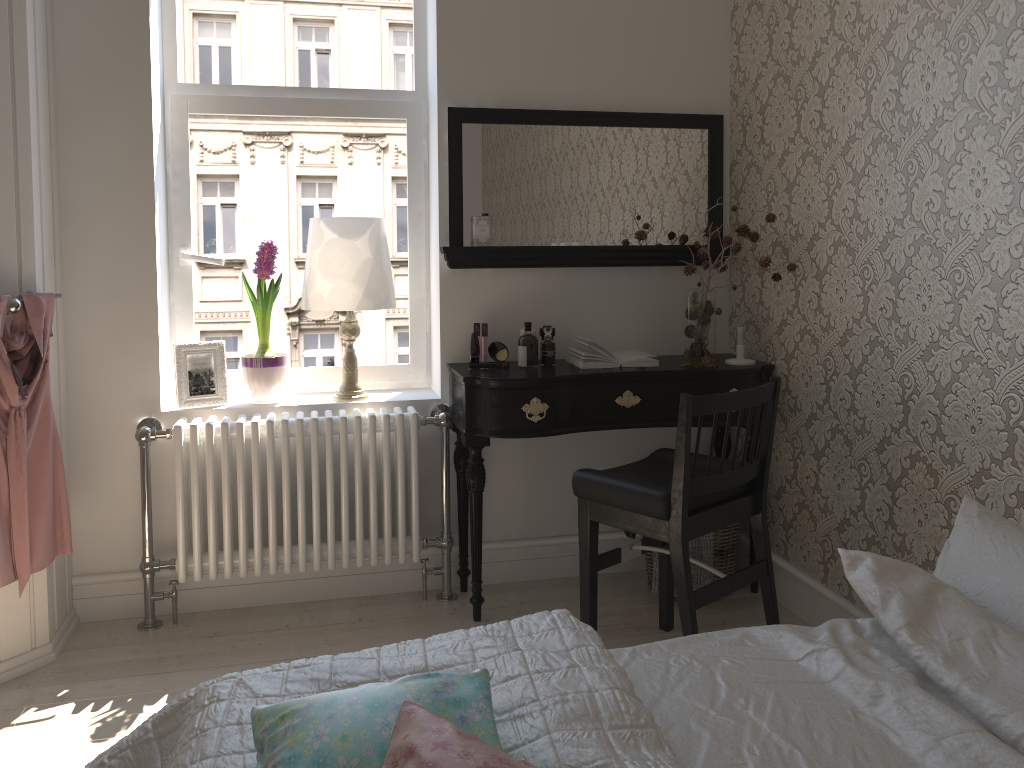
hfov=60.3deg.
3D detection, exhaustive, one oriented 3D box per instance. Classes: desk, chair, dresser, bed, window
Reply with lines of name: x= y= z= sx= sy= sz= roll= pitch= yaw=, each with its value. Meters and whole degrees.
desk: x=0.353 y=0.343 z=3.113 sx=1.105 sy=0.818 sz=0.439 roll=-2 pitch=5 yaw=-13
chair: x=0.489 y=0.408 z=2.568 sx=0.458 sy=0.856 sz=0.459 roll=-4 pitch=6 yaw=-43
dresser: x=-1.848 y=-0.418 z=2.436 sx=1.025 sy=2.569 sz=0.705 roll=-1 pitch=4 yaw=-13
bed: x=0.306 y=0.735 z=1.188 sx=2.212 sy=0.627 sz=1.971 roll=-2 pitch=8 yaw=-13
window: x=-0.781 y=-0.849 z=3.269 sx=0.949 sy=1.773 sz=0.111 roll=-1 pitch=3 yaw=-13

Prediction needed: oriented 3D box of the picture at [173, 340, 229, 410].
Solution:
picture: x=-1.074 y=-0.032 z=3.054 sx=0.177 sy=0.224 sz=0.050 roll=-4 pitch=5 yaw=-33

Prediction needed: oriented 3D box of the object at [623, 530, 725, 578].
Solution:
object: x=0.575 y=0.522 z=3.181 sx=0.367 sy=0.330 sz=0.305 roll=-2 pitch=6 yaw=-12

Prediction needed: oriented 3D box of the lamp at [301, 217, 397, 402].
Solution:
lamp: x=-0.587 y=-0.269 z=3.179 sx=0.339 sy=0.649 sz=0.343 roll=0 pitch=4 yaw=-1

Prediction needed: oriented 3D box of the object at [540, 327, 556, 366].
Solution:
object: x=0.127 y=-0.133 z=3.106 sx=0.054 sy=0.138 sz=0.054 roll=1 pitch=4 yaw=26

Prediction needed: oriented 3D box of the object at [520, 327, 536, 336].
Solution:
object: x=0.058 y=-0.138 z=3.162 sx=0.057 sy=0.133 sz=0.058 roll=3 pitch=5 yaw=38

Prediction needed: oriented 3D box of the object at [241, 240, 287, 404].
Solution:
object: x=-0.883 y=-0.223 z=3.133 sx=0.156 sy=0.574 sz=0.157 roll=-2 pitch=4 yaw=-28

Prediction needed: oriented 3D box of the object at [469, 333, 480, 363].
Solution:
object: x=-0.131 y=-0.122 z=3.094 sx=0.031 sy=0.119 sz=0.055 roll=1 pitch=4 yaw=25

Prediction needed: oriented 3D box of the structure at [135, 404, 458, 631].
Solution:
structure: x=-0.717 y=0.440 z=3.011 sx=1.068 sy=0.678 sz=0.167 roll=-2 pitch=4 yaw=-13

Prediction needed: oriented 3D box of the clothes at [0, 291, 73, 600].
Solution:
clothes: x=-1.420 y=0.172 z=2.540 sx=0.092 sy=0.872 sz=0.331 roll=1 pitch=4 yaw=17

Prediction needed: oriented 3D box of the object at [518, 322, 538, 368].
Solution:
object: x=0.056 y=-0.136 z=3.066 sx=0.070 sy=0.157 sz=0.071 roll=-2 pitch=4 yaw=-18

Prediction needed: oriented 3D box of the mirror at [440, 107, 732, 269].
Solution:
mirror: x=0.293 y=-0.713 z=3.233 sx=1.118 sy=0.569 sz=0.066 roll=-2 pitch=3 yaw=-13

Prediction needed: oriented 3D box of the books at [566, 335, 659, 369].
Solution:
books: x=0.352 y=-0.119 z=3.140 sx=0.279 sy=0.095 sz=0.228 roll=-2 pitch=8 yaw=-11

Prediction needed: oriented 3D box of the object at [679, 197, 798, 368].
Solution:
object: x=0.740 y=-0.339 z=3.034 sx=0.318 sy=0.596 sz=0.544 roll=-4 pitch=7 yaw=-42

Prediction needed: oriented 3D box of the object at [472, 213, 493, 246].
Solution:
object: x=-0.105 y=-0.551 z=3.154 sx=0.072 sy=0.121 sz=0.037 roll=-1 pitch=4 yaw=-8

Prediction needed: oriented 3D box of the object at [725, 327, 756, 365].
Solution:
object: x=0.806 y=-0.135 z=3.116 sx=0.105 sy=0.130 sz=0.105 roll=2 pitch=6 yaw=22

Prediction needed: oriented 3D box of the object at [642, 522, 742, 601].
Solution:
object: x=0.645 y=0.524 z=3.196 sx=0.394 sy=0.430 sz=0.396 roll=2 pitch=6 yaw=19

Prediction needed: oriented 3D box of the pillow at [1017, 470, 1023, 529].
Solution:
pillow: x=1.154 y=0.434 z=1.358 sx=0.311 sy=0.352 sz=1.265 roll=-2 pitch=8 yaw=-12

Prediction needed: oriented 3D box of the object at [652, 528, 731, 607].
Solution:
object: x=0.627 y=0.543 z=3.156 sx=0.290 sy=0.353 sz=0.351 roll=2 pitch=6 yaw=26

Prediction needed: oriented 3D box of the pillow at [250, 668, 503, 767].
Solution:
pillow: x=-0.181 y=0.505 z=1.153 sx=0.362 sy=0.167 sz=0.385 roll=-1 pitch=8 yaw=-8

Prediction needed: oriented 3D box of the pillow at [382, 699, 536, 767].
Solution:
pillow: x=-0.033 y=0.521 z=0.904 sx=0.353 sy=0.201 sz=0.397 roll=2 pitch=8 yaw=20

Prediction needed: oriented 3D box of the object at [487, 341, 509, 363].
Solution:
object: x=-0.059 y=-0.105 z=3.095 sx=0.080 sy=0.085 sz=0.083 roll=3 pitch=7 yaw=27

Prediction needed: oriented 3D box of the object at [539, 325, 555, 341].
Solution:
object: x=0.129 y=-0.145 z=3.205 sx=0.057 sy=0.133 sz=0.058 roll=3 pitch=5 yaw=38

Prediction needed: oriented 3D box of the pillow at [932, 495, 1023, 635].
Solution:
pillow: x=0.969 y=0.432 z=1.608 sx=0.204 sy=0.301 sz=0.566 roll=-2 pitch=8 yaw=-13
